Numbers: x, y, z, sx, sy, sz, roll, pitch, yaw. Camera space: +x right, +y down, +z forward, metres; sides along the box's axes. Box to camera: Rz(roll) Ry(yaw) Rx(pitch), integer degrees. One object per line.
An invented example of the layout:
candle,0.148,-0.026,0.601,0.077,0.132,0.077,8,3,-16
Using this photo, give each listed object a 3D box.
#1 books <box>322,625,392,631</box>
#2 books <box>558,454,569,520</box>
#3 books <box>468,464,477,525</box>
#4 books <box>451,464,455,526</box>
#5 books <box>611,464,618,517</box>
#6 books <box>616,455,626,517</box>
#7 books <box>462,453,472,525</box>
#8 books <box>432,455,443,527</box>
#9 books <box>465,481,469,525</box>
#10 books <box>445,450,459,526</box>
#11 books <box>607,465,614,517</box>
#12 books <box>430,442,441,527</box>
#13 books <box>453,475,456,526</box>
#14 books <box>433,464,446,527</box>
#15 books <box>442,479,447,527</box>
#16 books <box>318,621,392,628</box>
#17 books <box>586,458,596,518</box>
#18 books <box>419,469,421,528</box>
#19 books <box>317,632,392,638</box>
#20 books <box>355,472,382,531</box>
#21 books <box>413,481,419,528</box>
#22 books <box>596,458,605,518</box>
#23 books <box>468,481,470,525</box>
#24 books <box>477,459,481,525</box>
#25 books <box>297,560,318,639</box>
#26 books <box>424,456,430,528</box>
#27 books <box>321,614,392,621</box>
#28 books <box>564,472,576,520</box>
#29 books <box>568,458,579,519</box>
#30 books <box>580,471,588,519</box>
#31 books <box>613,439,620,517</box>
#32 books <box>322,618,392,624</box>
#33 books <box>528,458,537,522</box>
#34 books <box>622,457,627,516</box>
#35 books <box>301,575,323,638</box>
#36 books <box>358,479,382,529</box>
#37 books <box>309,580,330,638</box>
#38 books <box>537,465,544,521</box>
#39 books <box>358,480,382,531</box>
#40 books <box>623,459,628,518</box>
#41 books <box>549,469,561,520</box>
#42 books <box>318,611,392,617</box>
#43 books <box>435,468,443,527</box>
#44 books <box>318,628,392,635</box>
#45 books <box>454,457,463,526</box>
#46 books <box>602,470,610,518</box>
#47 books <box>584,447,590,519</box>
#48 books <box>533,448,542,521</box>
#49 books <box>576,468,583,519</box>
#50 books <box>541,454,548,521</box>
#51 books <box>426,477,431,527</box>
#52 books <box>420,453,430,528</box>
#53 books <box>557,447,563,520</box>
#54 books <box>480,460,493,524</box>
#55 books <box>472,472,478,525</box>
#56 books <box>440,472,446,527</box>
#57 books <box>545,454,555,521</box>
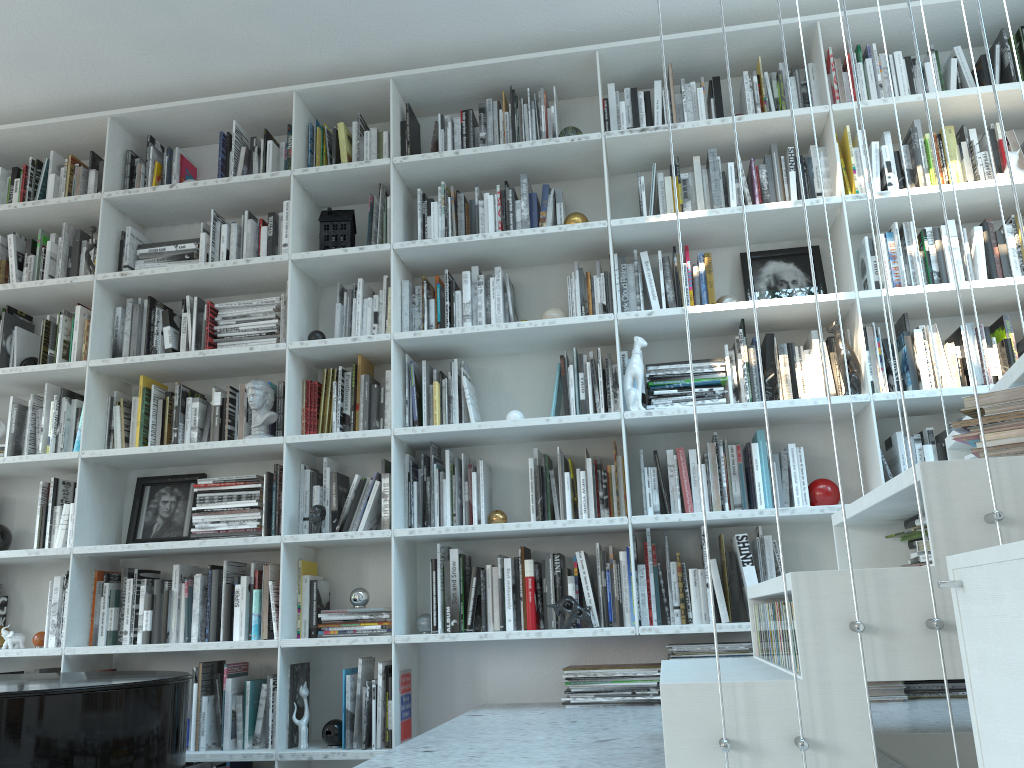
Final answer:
books,-0.546,0.895,3.254,0.254,0.012,0.161,-6,-16,14
books,0.197,0.398,3.288,0.018,0.250,0.184,-4,-15,9
books,-0.138,0.436,3.353,0.015,0.237,0.177,-4,-15,9
books,-0.209,0.439,3.373,0.007,0.246,0.153,-4,-15,9
books,0.382,0.410,3.266,0.013,0.203,0.159,-4,-15,9
books,0.407,0.395,3.286,0.019,0.240,0.134,-4,-15,9
books,-0.168,0.418,3.373,0.006,0.284,0.160,-4,-15,9
books,-0.281,0.422,3.371,0.005,0.283,0.159,-4,-15,9
books,-0.156,0.468,3.357,0.013,0.178,0.141,-4,-15,9
books,-0.223,0.411,3.362,0.014,0.296,0.175,-4,-15,9
books,0.369,0.412,3.278,0.016,0.204,0.142,-4,-15,9
books,-0.290,0.401,3.403,0.007,0.341,0.150,-4,-15,9
books,-0.198,0.459,3.363,0.013,0.202,0.167,-4,-15,9
books,-0.270,0.439,3.368,0.013,0.248,0.165,-4,-15,9
books,-0.234,0.466,3.352,0.013,0.186,0.184,-4,-15,9
books,-0.547,0.882,3.255,0.285,0.012,0.160,-5,-15,12
books,0.298,0.402,3.277,0.018,0.229,0.182,-4,-15,9
books,-0.334,0.454,3.396,0.011,0.238,0.137,-4,-15,9
books,-0.546,0.917,3.246,0.285,0.012,0.160,-5,-15,12
books,-0.543,0.469,3.417,0.094,0.238,0.150,-4,-15,9
books,-0.347,0.477,3.383,0.015,0.187,0.168,-4,-15,9
books,0.335,0.402,3.285,0.021,0.231,0.155,-4,-15,9
books,-0.147,0.446,3.362,0.008,0.222,0.134,-4,-15,9
books,-0.109,0.423,3.353,0.014,0.260,0.142,-4,-15,9
books,-0.779,0.820,3.378,0.012,0.284,0.160,-4,-15,9
books,-0.311,0.428,3.383,0.006,0.280,0.155,-4,-15,9
books,-0.550,0.857,3.255,0.254,0.012,0.161,-5,-15,9
books,0.216,0.430,3.276,0.018,0.181,0.182,-4,-15,9
books,0.238,0.406,3.309,0.030,0.243,0.136,-4,-15,9
books,0.274,0.426,3.273,0.019,0.182,0.191,-4,-15,9
books,0.389,0.363,3.269,0.007,0.294,0.162,-4,-15,9
books,-0.547,0.872,3.262,0.254,0.012,0.161,-6,-15,13
books,0.085,0.412,3.326,0.019,0.251,0.130,-4,-15,9
books,0.421,0.397,3.287,0.007,0.235,0.132,-4,-15,9
books,-0.758,0.846,3.368,0.027,0.228,0.141,-4,-15,9
books,-0.536,0.484,3.423,0.090,0.214,0.139,-4,-15,9
books,-0.729,0.853,3.363,0.030,0.210,0.137,-4,-15,9
books,0.116,0.423,3.302,0.016,0.215,0.178,-4,-15,9
books,-0.525,0.486,3.409,0.091,0.204,0.169,-4,-15,9
books,0.427,0.400,3.276,0.009,0.223,0.146,-4,-15,9
books,0.168,0.431,3.326,0.031,0.208,0.122,-4,-15,9
books,-0.548,0.848,3.267,0.285,0.012,0.160,-6,-15,13
books,-0.260,0.446,3.353,0.011,0.225,0.188,-4,-15,9
books,-0.545,0.907,3.254,0.285,0.012,0.160,-6,-15,13
books,-0.190,0.424,3.358,0.012,0.266,0.183,-4,-15,9
books,0.350,0.419,3.250,0.016,0.180,0.190,-4,-15,9
books,0.285,0.382,3.285,0.006,0.273,0.173,-4,-15,9
books,0.104,0.396,3.340,0.016,0.289,0.132,-4,-15,9
books,0.258,0.423,3.281,0.015,0.194,0.176,-4,-15,9
books,0.133,0.403,3.319,0.015,0.261,0.150,-4,-15,9
books,-0.299,0.466,3.379,0.013,0.204,0.154,-4,-15,9
books,-0.323,0.422,3.388,0.018,0.294,0.178,-4,-15,9
books,0.188,0.389,3.319,0.007,0.284,0.160,-4,-15,9
books,-0.096,0.427,3.351,0.013,0.250,0.173,-4,-15,9
books,-0.123,0.448,3.344,0.014,0.207,0.181,-4,-15,9
books,-0.246,0.452,3.362,0.013,0.217,0.161,-4,-15,9
books,0.144,0.404,3.316,0.008,0.258,0.159,-4,-15,9
